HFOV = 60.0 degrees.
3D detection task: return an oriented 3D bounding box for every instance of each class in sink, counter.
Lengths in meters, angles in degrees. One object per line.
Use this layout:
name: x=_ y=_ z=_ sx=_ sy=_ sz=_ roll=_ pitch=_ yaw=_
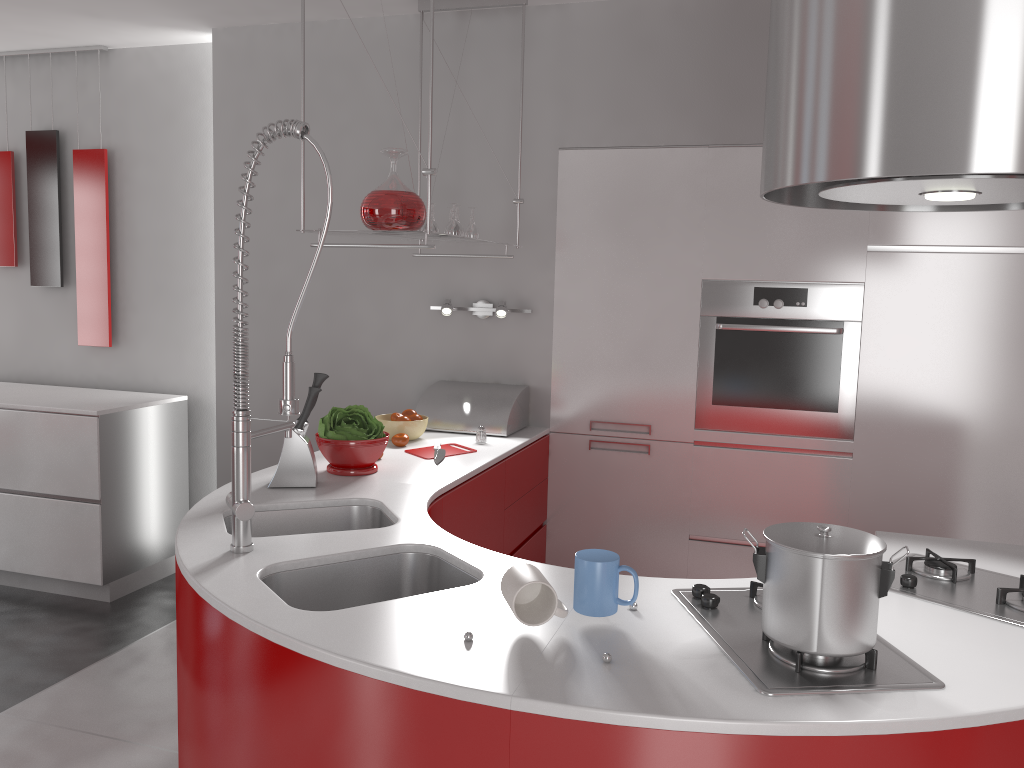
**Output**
sink: x=-0.516 y=0.440 z=2.260 sx=0.428 sy=0.172 sz=0.326 roll=-1 pitch=7 yaw=-21
counter: x=-0.004 y=0.764 z=2.493 sx=1.868 sy=0.880 sz=2.865 roll=-4 pitch=8 yaw=-38
sink: x=-0.291 y=0.494 z=1.831 sx=0.428 sy=0.172 sz=0.326 roll=-3 pitch=8 yaw=-33

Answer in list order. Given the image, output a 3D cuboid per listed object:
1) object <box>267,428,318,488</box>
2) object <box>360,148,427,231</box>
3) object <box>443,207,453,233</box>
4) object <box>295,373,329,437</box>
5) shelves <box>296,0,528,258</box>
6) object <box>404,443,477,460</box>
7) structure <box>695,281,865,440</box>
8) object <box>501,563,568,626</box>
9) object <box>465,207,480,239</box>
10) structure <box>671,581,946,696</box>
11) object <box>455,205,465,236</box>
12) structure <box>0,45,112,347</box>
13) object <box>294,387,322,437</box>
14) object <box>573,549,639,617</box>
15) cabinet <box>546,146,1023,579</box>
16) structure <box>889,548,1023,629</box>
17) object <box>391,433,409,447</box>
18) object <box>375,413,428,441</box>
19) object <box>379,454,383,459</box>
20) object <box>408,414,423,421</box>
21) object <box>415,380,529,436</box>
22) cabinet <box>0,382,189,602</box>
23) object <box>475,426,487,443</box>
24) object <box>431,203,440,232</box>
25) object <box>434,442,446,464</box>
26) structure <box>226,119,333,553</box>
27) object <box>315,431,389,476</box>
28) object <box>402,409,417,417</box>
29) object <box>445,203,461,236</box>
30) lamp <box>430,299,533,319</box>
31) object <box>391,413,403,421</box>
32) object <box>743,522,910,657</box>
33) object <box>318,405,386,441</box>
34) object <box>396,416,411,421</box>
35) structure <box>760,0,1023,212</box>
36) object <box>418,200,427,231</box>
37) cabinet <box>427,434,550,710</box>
object: x=-0.634 y=0.203 z=2.570 sx=0.137 sy=0.178 sz=0.091 roll=0 pitch=6 yaw=-10
object: x=-0.381 y=-0.618 z=2.853 sx=0.213 sy=0.266 sz=0.213 roll=-5 pitch=9 yaw=-44
object: x=-0.240 y=-0.622 z=3.485 sx=0.060 sy=0.141 sz=0.060 roll=4 pitch=7 yaw=17
object: x=-0.605 y=0.128 z=2.565 sx=0.150 sy=0.322 sz=0.014 roll=0 pitch=7 yaw=-11
shelves: x=-0.303 y=-0.973 z=3.097 sx=0.462 sy=1.023 sz=0.934 roll=4 pitch=7 yaw=17
object: x=-0.252 y=0.238 z=3.147 sx=0.168 sy=0.006 sz=0.266 roll=8 pitch=9 yaw=44
structure: x=1.022 y=-0.095 z=3.426 sx=0.599 sy=0.589 sz=0.050 roll=4 pitch=7 yaw=17
object: x=0.043 y=0.366 z=1.550 sx=0.109 sy=0.080 sz=0.100 roll=0 pitch=7 yaw=-13
object: x=-0.156 y=-0.618 z=3.469 sx=0.060 sy=0.141 sz=0.060 roll=4 pitch=7 yaw=17
structure: x=0.490 y=0.420 z=1.554 sx=0.303 sy=0.037 sz=0.457 roll=1 pitch=6 yaw=-8
object: x=-0.211 y=-0.611 z=3.398 sx=0.060 sy=0.141 sz=0.060 roll=4 pitch=7 yaw=17
structure: x=-2.435 y=-0.961 z=4.617 sx=0.820 sy=1.503 sz=0.040 roll=4 pitch=7 yaw=17
object: x=-0.610 y=0.146 z=2.538 sx=0.130 sy=0.279 sz=0.012 roll=0 pitch=7 yaw=-11
object: x=0.166 y=0.356 z=1.593 sx=0.109 sy=0.100 sz=0.080 roll=0 pitch=6 yaw=-10
cabinet: x=1.397 y=0.094 z=3.659 sx=2.398 sy=2.026 sz=0.614 roll=4 pitch=7 yaw=17
structure: x=0.970 y=0.407 z=1.788 sx=0.303 sy=0.037 sz=0.457 roll=-4 pitch=9 yaw=-42
object: x=-0.407 y=0.205 z=3.232 sx=0.063 sy=0.047 sz=0.065 roll=3 pitch=7 yaw=17
object: x=-0.421 y=0.169 z=3.378 sx=0.201 sy=0.086 sz=0.201 roll=4 pitch=7 yaw=18
object: x=-0.464 y=0.229 z=2.984 sx=0.063 sy=0.048 sz=0.064 roll=1 pitch=6 yaw=-5
object: x=-0.371 y=0.139 z=3.384 sx=0.062 sy=0.049 sz=0.066 roll=3 pitch=7 yaw=14
object: x=-0.165 y=0.094 z=3.665 sx=0.400 sy=0.170 sz=0.300 roll=4 pitch=7 yaw=17
cabinet: x=-2.588 y=0.472 z=4.469 sx=1.802 sy=0.880 sz=0.610 roll=4 pitch=7 yaw=17
object: x=-0.116 y=0.190 z=3.340 sx=0.042 sy=0.066 sz=0.043 roll=5 pitch=7 yaw=30
object: x=-0.301 y=-0.606 z=3.329 sx=0.060 sy=0.141 sz=0.060 roll=4 pitch=7 yaw=17
object: x=-0.251 y=0.238 z=3.089 sx=0.041 sy=0.008 sz=0.375 roll=1 pitch=6 yaw=-6
structure: x=-0.521 y=-0.093 z=1.923 sx=0.178 sy=0.920 sz=0.308 roll=-2 pitch=7 yaw=-29
object: x=-0.501 y=0.216 z=2.783 sx=0.228 sy=0.118 sz=0.229 roll=0 pitch=7 yaw=-11
object: x=-0.398 y=0.128 z=3.439 sx=0.066 sy=0.058 sz=0.055 roll=2 pitch=6 yaw=3
object: x=-0.217 y=-0.600 z=3.298 sx=0.060 sy=0.141 sz=0.060 roll=4 pitch=7 yaw=17
lamp: x=-0.144 y=-0.311 z=3.706 sx=0.454 sy=0.081 sz=0.155 roll=4 pitch=7 yaw=17
object: x=-0.433 y=0.137 z=3.389 sx=0.062 sy=0.052 sz=0.065 roll=2 pitch=6 yaw=2
object: x=0.503 y=0.322 z=1.444 sx=0.218 sy=0.185 sz=0.189 roll=-1 pitch=7 yaw=-20
object: x=-0.502 y=0.164 z=2.767 sx=0.193 sy=0.182 sz=0.198 roll=4 pitch=7 yaw=23
object: x=-0.409 y=0.144 z=3.329 sx=0.062 sy=0.049 sz=0.066 roll=5 pitch=7 yaw=25
structure: x=0.783 y=-0.800 z=1.508 sx=0.644 sy=0.958 sz=0.644 roll=0 pitch=7 yaw=-16
object: x=-0.330 y=-0.596 z=3.234 sx=0.060 sy=0.141 sz=0.060 roll=4 pitch=7 yaw=17
cabinet: x=0.118 y=0.708 z=2.732 sx=1.025 sy=0.761 sz=1.875 roll=-2 pitch=7 yaw=-27
